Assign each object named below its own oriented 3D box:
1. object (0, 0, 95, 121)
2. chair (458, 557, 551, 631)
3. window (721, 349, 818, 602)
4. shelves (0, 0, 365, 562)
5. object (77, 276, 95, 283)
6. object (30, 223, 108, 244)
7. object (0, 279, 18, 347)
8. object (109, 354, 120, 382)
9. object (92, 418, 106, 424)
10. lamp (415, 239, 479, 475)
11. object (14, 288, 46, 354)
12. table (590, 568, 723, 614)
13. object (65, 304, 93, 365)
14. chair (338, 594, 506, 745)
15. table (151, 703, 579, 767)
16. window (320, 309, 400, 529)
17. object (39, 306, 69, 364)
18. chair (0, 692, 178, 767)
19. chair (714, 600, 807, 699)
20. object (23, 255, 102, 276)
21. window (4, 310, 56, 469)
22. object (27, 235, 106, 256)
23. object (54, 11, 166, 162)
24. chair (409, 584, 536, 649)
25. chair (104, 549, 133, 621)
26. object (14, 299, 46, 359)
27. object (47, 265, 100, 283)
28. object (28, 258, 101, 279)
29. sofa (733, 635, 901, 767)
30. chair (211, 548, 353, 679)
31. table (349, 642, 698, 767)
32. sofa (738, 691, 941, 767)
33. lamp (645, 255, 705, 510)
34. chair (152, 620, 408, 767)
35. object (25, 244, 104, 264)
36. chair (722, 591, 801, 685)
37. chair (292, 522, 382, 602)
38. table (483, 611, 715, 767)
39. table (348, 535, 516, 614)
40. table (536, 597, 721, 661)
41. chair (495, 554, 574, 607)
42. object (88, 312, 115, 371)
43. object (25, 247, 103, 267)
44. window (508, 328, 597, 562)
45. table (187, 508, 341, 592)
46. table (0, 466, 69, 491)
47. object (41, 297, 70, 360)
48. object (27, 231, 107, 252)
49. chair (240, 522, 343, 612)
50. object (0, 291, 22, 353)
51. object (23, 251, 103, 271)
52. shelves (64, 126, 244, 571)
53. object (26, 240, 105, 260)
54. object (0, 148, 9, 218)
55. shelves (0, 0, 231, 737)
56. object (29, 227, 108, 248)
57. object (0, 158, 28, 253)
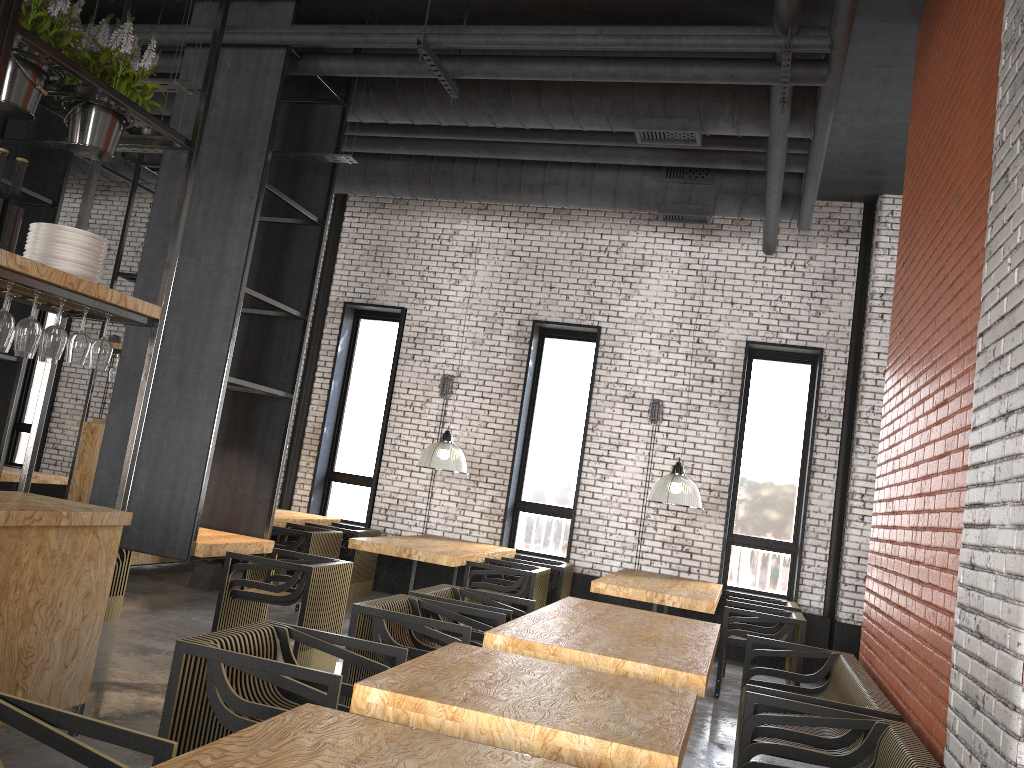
[{"bbox_3d":[-2.113,-1.438,3.808,0.416,0.560,0.466,5,-8,24],"label":"object"},{"bbox_3d":[-0.074,1.999,8.000,0.639,0.732,0.655,7,-7,14],"label":"chair"},{"bbox_3d":[2.775,0.957,9.538,0.749,2.706,0.364,6,-8,16],"label":"window"},{"bbox_3d":[-4.529,-1.254,7.348,6.151,4.378,1.000,7,-8,16],"label":"shelves"},{"bbox_3d":[-2.101,-0.480,4.116,0.335,0.033,0.333,6,-7,24],"label":"object"},{"bbox_3d":[-2.070,-0.687,4.144,0.334,0.039,0.334,10,-7,-10],"label":"object"},{"bbox_3d":[-2.076,-0.288,3.616,0.101,0.268,0.101,11,-8,-20],"label":"object"},{"bbox_3d":[-3.825,-0.148,8.562,0.100,0.268,0.101,14,-9,-37],"label":"object"},{"bbox_3d":[-3.778,0.403,8.644,0.411,0.050,0.410,7,-7,15],"label":"object"},{"bbox_3d":[-0.519,-0.324,8.959,0.535,2.412,0.536,14,-9,-38],"label":"lamp"},{"bbox_3d":[-2.038,-0.266,3.757,0.101,0.268,0.101,11,-8,-20],"label":"object"},{"bbox_3d":[1.344,2.210,8.119,1.001,0.765,2.109,7,-7,16],"label":"table"},{"bbox_3d":[-1.963,-0.223,4.038,0.101,0.268,0.101,11,-8,-20],"label":"object"},{"bbox_3d":[-0.474,1.559,4.681,0.639,0.732,0.655,7,-7,16],"label":"chair"},{"bbox_3d":[-0.273,1.243,1.798,1.001,0.765,0.993,7,-7,16],"label":"table"},{"bbox_3d":[-1.833,0.411,10.857,0.749,2.706,0.364,6,-8,16],"label":"window"},{"bbox_3d":[-2.200,-0.233,4.256,0.101,0.268,0.101,11,-8,-20],"label":"object"},{"bbox_3d":[-1.236,1.120,1.839,0.639,0.732,0.655,6,-7,18],"label":"chair"},{"bbox_3d":[2.063,2.253,7.389,0.639,0.732,0.655,7,-7,16],"label":"chair"},{"bbox_3d":[-2.092,-0.538,4.123,0.334,0.040,0.334,11,-7,-20],"label":"object"},{"bbox_3d":[-6.402,-0.132,12.165,0.749,2.706,0.364,6,-8,16],"label":"window"},{"bbox_3d":[-2.079,-0.630,4.136,0.334,0.041,0.334,10,-7,-15],"label":"object"},{"bbox_3d":[-1.948,-1.365,4.228,0.416,0.560,0.466,7,-7,10],"label":"object"},{"bbox_3d":[-0.281,1.678,5.461,0.639,0.732,0.655,7,-7,15],"label":"chair"},{"bbox_3d":[-3.308,1.343,6.541,0.639,0.732,0.655,6,-7,18],"label":"chair"},{"bbox_3d":[-2.237,-0.255,4.116,0.101,0.268,0.101,11,-8,-20],"label":"object"},{"bbox_3d":[-2.099,-0.500,4.119,0.334,0.046,0.334,9,-6,-3],"label":"object"},{"bbox_3d":[-2.095,-0.518,4.121,0.334,0.037,0.334,11,-7,-18],"label":"object"},{"bbox_3d":[1.517,1.857,4.652,0.641,0.732,1.800,7,-7,16],"label":"sofa"},{"bbox_3d":[-1.572,1.552,6.075,0.639,0.732,0.655,7,-7,14],"label":"chair"},{"bbox_3d":[0.058,1.435,3.040,1.001,0.765,0.993,7,-7,16],"label":"table"},{"bbox_3d":[1.019,1.569,2.783,0.641,0.732,1.800,7,-7,16],"label":"sofa"},{"bbox_3d":[1.671,-0.064,8.332,0.535,2.412,0.536,14,-9,-38],"label":"lamp"},{"bbox_3d":[-0.855,1.345,3.309,0.639,0.732,0.655,7,-7,15],"label":"chair"},{"bbox_3d":[-2.084,-0.591,4.130,0.335,0.039,0.333,6,-7,24],"label":"object"},{"bbox_3d":[2.337,2.407,8.378,0.639,0.732,0.655,7,-7,15],"label":"chair"},{"bbox_3d":[-1.887,1.907,9.597,0.639,0.732,0.655,7,-7,14],"label":"chair"},{"bbox_3d":[0.423,1.639,4.344,1.001,0.765,0.993,7,-7,16],"label":"table"},{"bbox_3d":[-0.758,1.960,8.721,1.001,0.765,2.109,7,-7,16],"label":"table"},{"bbox_3d":[0.678,1.787,5.299,1.001,0.765,0.993,7,-7,16],"label":"table"},{"bbox_3d":[0.219,2.156,8.984,0.639,0.732,0.655,7,-7,13],"label":"chair"},{"bbox_3d":[-1.926,-0.201,4.178,0.101,0.268,0.101,11,-8,-20],"label":"object"},{"bbox_3d":[-2.086,-0.576,4.128,0.335,0.040,0.334,4,-8,38],"label":"object"},{"bbox_3d":[0.481,0.685,10.195,0.749,2.706,0.364,6,-8,16],"label":"window"},{"bbox_3d":[-2.777,1.721,9.299,1.001,0.765,2.109,7,-7,16],"label":"table"},{"bbox_3d":[-7.324,1.155,10.372,4.138,0.765,0.997,7,-7,16],"label":"table"},{"bbox_3d":[-2.001,-0.244,3.897,0.101,0.268,0.101,11,-8,-20],"label":"object"},{"bbox_3d":[-2.076,-0.649,4.138,0.334,0.044,0.334,10,-7,-13],"label":"object"},{"bbox_3d":[-2.132,1.756,8.600,0.639,0.732,0.655,7,-7,16],"label":"chair"},{"bbox_3d":[-2.274,-0.277,3.975,0.101,0.268,0.101,11,-8,-20],"label":"object"},{"bbox_3d":[-2.090,-0.557,4.126,0.334,0.039,0.334,11,-7,-18],"label":"object"},{"bbox_3d":[-3.373,-0.507,9.593,0.690,5.032,2.325,6,-8,16],"label":"shelves"},{"bbox_3d":[-2.081,-0.611,4.132,0.335,0.043,0.334,9,-6,0],"label":"object"},{"bbox_3d":[-2.185,-0.758,3.710,0.098,0.472,0.098,12,-8,-22],"label":"object"},{"bbox_3d":[-2.359,-1.133,2.772,0.690,5.032,3.648,6,-7,16],"label":"shelves"},{"bbox_3d":[-2.072,-0.668,4.140,0.334,0.039,0.334,10,-7,-9],"label":"object"},{"bbox_3d":[-2.157,-0.742,3.813,0.098,0.472,0.098,12,-8,-22],"label":"object"}]
